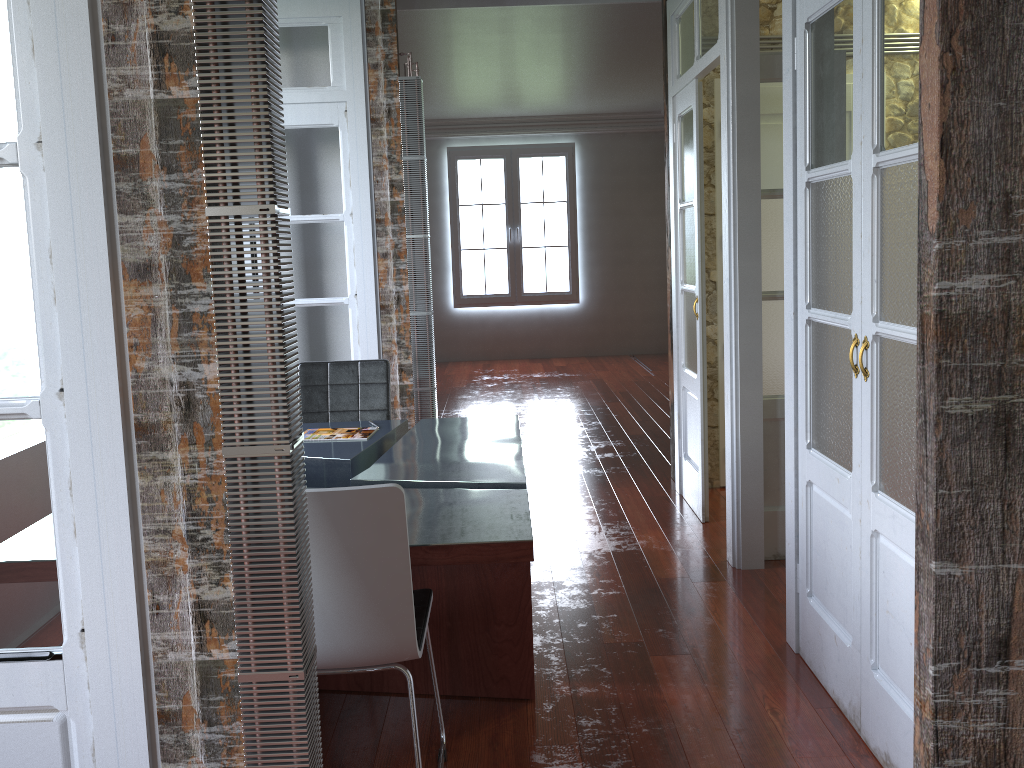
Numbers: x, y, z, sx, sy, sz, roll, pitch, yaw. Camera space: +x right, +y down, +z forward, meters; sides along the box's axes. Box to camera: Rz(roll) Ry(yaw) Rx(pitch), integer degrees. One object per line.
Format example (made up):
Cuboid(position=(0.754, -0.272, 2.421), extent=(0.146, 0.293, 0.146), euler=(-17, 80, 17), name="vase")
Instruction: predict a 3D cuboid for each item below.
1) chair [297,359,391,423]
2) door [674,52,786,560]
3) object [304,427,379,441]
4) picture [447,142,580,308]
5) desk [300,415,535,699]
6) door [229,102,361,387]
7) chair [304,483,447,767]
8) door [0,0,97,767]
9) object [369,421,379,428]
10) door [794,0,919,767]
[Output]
Cuboid(position=(-0.759, 0.388, 3.862), extent=(0.475, 0.914, 0.605), euler=(-2, 7, -1), name="chair")
Cuboid(position=(0.976, -0.368, 4.226), extent=(0.483, 2.170, 1.192), euler=(-5, 7, -26), name="door")
Cuboid(position=(-0.731, 0.211, 3.692), extent=(0.307, 0.012, 0.225), euler=(-1, 9, 4), name="object")
Cuboid(position=(0.023, -1.959, 10.977), extent=(1.580, 1.977, 0.128), euler=(-2, 6, -1), name="picture")
Cuboid(position=(-0.667, 0.621, 3.154), extent=(1.445, 0.650, 1.724), euler=(-2, 8, -1), name="desk")
Cuboid(position=(-1.323, -0.345, 4.630), extent=(1.160, 2.170, 0.041), euler=(-2, 6, -1), name="door")
Cuboid(position=(-0.432, 0.631, 2.202), extent=(0.475, 0.914, 0.605), euler=(-2, 7, -1), name="chair")
Cuboid(position=(-1.279, 0.129, 1.534), extent=(1.160, 2.170, 0.041), euler=(-2, 6, -1), name="door")
Cuboid(position=(-0.601, 0.176, 3.856), extent=(0.011, 0.011, 0.150), euler=(-5, 9, -24), name="object")
Cuboid(position=(0.959, -0.085, 2.386), extent=(0.041, 2.167, 1.064), euler=(-2, 6, 0), name="door")
